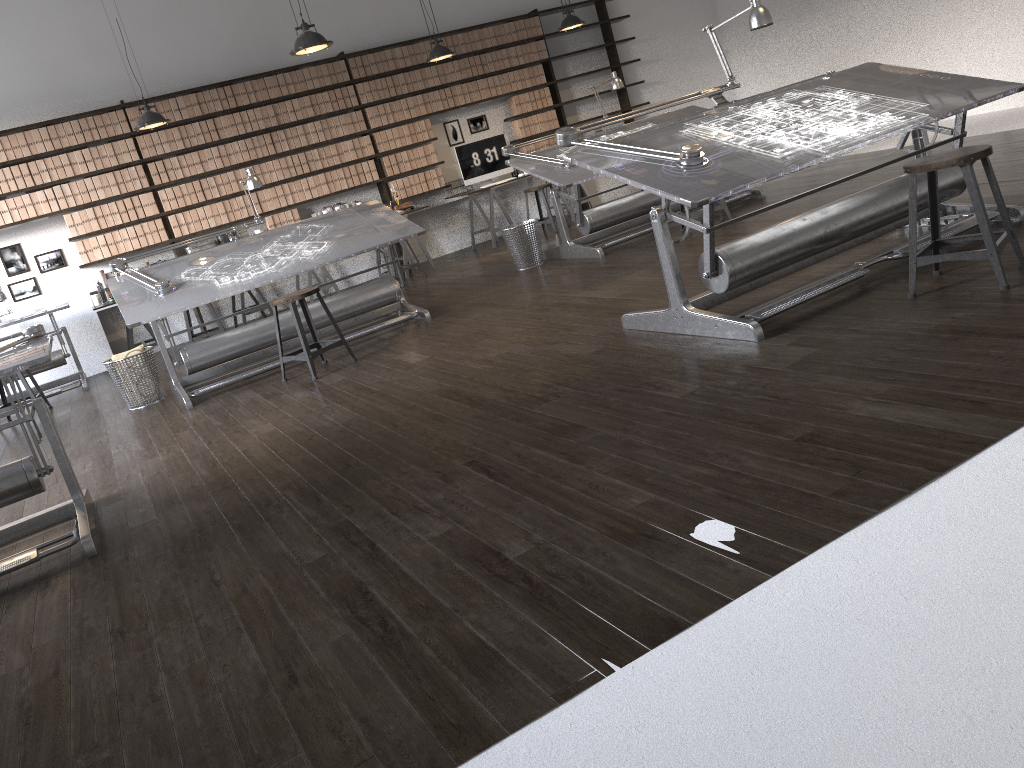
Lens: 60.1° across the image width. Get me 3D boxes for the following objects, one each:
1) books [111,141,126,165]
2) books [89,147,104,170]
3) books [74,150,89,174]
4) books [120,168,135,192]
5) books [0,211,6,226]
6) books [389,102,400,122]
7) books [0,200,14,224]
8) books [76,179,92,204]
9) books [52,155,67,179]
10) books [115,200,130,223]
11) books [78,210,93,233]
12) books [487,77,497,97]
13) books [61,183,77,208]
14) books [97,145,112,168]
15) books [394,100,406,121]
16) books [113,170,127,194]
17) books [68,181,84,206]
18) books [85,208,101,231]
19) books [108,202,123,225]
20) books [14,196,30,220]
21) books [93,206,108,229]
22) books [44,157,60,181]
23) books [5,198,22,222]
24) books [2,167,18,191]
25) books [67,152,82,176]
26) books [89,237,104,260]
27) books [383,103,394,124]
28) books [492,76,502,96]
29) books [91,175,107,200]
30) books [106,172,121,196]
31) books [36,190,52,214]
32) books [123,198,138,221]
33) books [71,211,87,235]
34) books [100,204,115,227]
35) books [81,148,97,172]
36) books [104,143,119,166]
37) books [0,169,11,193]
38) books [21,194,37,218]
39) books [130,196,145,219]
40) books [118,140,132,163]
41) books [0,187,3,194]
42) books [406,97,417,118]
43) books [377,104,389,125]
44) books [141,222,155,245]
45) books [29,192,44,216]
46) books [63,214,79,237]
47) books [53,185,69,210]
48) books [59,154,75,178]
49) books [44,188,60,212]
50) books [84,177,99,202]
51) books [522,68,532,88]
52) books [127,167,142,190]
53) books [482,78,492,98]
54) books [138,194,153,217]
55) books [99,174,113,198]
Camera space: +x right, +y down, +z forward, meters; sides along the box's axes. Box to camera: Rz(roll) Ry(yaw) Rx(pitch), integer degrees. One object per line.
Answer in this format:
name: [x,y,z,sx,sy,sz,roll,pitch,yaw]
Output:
books: [-3.876,-2.262,8.720,0.067,0.223,0.175,-22,14,-23]
books: [-4.052,-2.189,8.638,0.067,0.223,0.175,-22,14,-23]
books: [-4.173,-2.138,8.579,0.067,0.223,0.175,-22,14,-23]
books: [-3.811,-2.010,8.772,0.067,0.223,0.175,-22,14,-23]
books: [-4.819,-1.582,8.300,0.067,0.223,0.175,-22,14,-23]
books: [-1.345,-3.037,9.931,0.067,0.223,0.175,-22,14,-23]
books: [-4.756,-1.607,8.325,0.067,0.223,0.175,-22,14,-23]
books: [-4.161,-1.864,8.607,0.067,0.223,0.175,-22,14,-23]
books: [-4.342,-2.068,8.503,0.067,0.223,0.175,-22,14,-23]
books: [-3.858,-1.701,8.772,0.067,0.223,0.175,-22,14,-23]
books: [-4.153,-1.578,8.631,0.067,0.223,0.175,-22,14,-23]
books: [-0.267,-3.484,10.429,0.067,0.223,0.175,-22,14,-23]
books: [-4.279,-1.814,8.549,0.067,0.223,0.175,-22,14,-23]
books: [-3.993,-2.214,8.668,0.067,0.223,0.175,-22,14,-23]
books: [-1.285,-3.061,9.957,0.067,0.223,0.175,-22,14,-23]
books: [-3.872,-1.984,8.744,0.067,0.223,0.175,-22,14,-23]
books: [-4.222,-1.839,8.581,0.067,0.223,0.175,-22,14,-23]
books: [-4.094,-1.601,8.654,0.067,0.223,0.175,-22,14,-23]
books: [-3.917,-1.675,8.739,0.067,0.223,0.175,-22,14,-23]
books: [-4.637,-1.658,8.385,0.067,0.223,0.175,-22,14,-23]
books: [-4.039,-1.625,8.686,0.067,0.223,0.175,-22,14,-23]
books: [-4.402,-2.043,8.474,0.067,0.223,0.175,-22,14,-23]
books: [-4.698,-1.633,8.357,0.067,0.223,0.175,-22,14,-23]
books: [-4.715,-1.912,8.326,0.067,0.223,0.175,-22,14,-23]
books: [-4.227,-2.116,8.555,0.067,0.223,0.175,-22,14,-23]
books: [-4.077,-1.326,8.686,0.067,0.223,0.175,-22,14,-23]
books: [-1.403,-3.012,9.899,0.067,0.223,0.175,-22,14,-23]
books: [-0.207,-3.510,10.461,0.067,0.223,0.175,-22,14,-23]
books: [-4.039,-1.914,8.662,0.067,0.223,0.175,-22,14,-23]
books: [-3.927,-1.960,8.711,0.067,0.223,0.175,-22,14,-23]
books: [-4.468,-1.728,8.461,0.067,0.223,0.175,-22,14,-23]
books: [-3.792,-1.727,8.797,0.067,0.223,0.175,-22,14,-23]
books: [-4.206,-1.555,8.605,0.067,0.223,0.175,-22,14,-23]
books: [-3.979,-1.651,8.714,0.067,0.223,0.175,-22,14,-23]
books: [-4.110,-2.163,8.606,0.067,0.223,0.175,-22,14,-23]
books: [-3.930,-2.238,8.689,0.067,0.223,0.175,-22,14,-23]
books: [-4.767,-1.889,8.297,0.067,0.223,0.175,-22,14,-23]
books: [-4.577,-1.681,8.407,0.067,0.223,0.175,-22,14,-23]
books: [-3.731,-1.754,8.831,0.067,0.223,0.175,-22,14,-23]
books: [-3.821,-2.284,8.744,0.067,0.223,0.175,-22,14,-23]
books: [-4.828,-1.863,8.268,0.067,0.223,0.175,-22,14,-23]
books: [-1.162,-3.112,10.012,0.067,0.223,0.175,-22,14,-23]
books: [-1.463,-2.986,9.867,0.067,0.223,0.175,-22,14,-23]
books: [-3.660,-1.501,8.883,0.067,0.223,0.175,-22,14,-23]
books: [-4.522,-1.706,8.438,0.067,0.223,0.175,-22,14,-23]
books: [-4.267,-1.529,8.574,0.067,0.223,0.175,-22,14,-23]
books: [-4.340,-1.788,8.517,0.067,0.223,0.175,-22,14,-23]
books: [-4.282,-2.091,8.524,0.067,0.223,0.175,-22,14,-23]
books: [-4.405,-1.753,8.489,0.067,0.223,0.175,-22,14,-23]
books: [-4.100,-1.888,8.632,0.067,0.223,0.175,-22,14,-23]
books: [0.146,-3.656,10.623,0.067,0.223,0.175,-22,14,-23]
books: [-3.749,-2.034,8.797,0.067,0.223,0.175,-22,14,-23]
books: [-0.329,-3.458,10.400,0.067,0.223,0.175,-22,14,-23]
books: [-3.665,-1.781,8.860,0.067,0.223,0.175,-22,14,-23]
books: [-3.986,-1.937,8.689,0.067,0.223,0.175,-22,14,-23]
